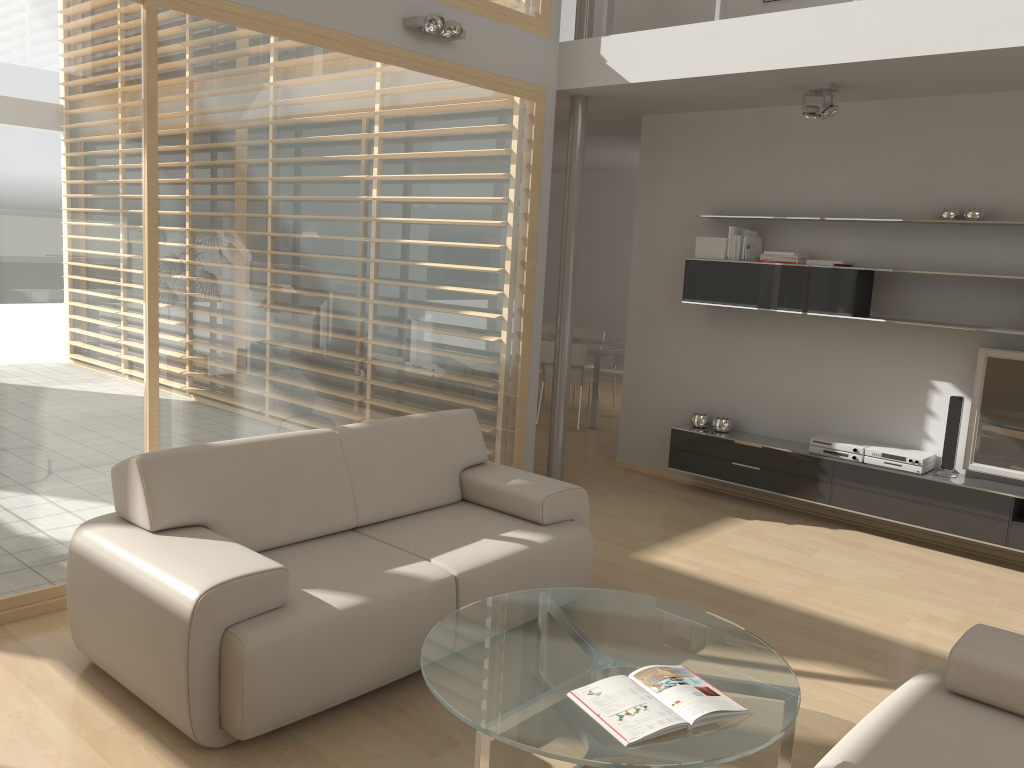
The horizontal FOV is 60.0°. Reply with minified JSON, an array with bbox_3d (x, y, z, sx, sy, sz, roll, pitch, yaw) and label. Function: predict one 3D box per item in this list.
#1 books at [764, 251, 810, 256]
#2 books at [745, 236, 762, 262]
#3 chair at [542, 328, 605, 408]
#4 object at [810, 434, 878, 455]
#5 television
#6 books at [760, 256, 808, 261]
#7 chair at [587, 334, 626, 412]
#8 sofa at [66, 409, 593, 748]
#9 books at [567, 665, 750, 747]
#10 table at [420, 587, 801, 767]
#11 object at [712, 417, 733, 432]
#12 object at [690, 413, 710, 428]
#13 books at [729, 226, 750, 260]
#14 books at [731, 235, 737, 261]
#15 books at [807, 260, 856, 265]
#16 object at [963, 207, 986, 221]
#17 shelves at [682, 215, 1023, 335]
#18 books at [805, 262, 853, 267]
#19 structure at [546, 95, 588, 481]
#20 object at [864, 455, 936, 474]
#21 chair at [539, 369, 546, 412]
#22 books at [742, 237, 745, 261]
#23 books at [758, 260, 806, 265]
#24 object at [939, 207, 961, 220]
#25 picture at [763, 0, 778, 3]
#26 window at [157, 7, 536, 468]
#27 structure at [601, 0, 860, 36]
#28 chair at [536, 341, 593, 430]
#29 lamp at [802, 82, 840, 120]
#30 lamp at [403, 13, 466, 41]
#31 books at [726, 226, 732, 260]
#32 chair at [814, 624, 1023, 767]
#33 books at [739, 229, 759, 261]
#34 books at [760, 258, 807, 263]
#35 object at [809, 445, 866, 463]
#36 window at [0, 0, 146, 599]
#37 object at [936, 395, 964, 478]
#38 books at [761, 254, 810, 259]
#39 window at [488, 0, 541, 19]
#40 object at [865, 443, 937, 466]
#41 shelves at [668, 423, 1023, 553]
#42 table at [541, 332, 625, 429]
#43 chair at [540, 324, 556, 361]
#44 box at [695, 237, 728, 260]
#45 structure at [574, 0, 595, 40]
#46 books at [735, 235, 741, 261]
[{"bbox_3d":[1.812,-0.857,5.843,0.227,0.017,0.230,10,11,36],"label":"books"},{"bbox_3d":[1.640,-0.916,6.022,0.023,0.169,0.230,11,11,40],"label":"books"},{"bbox_3d":[0.682,-0.189,9.781,0.455,0.807,0.501,11,11,40],"label":"chair"},{"bbox_3d":[2.127,0.388,5.701,0.349,0.049,0.262,11,11,40],"label":"object"},{"bbox_3d":[3.194,0.229,4.872,1.224,0.735,0.096,11,11,41],"label":"television"},{"bbox_3d":[1.795,-0.827,5.847,0.254,0.015,0.190,10,11,37],"label":"books"},{"bbox_3d":[1.140,-0.096,9.339,0.455,0.807,0.501,11,11,40],"label":"chair"},{"bbox_3d":[-0.626,0.638,3.781,1.168,0.846,2.093,11,11,40],"label":"sofa"},{"bbox_3d":[0.426,0.917,2.588,0.440,0.037,0.297,-2,10,-29],"label":"books"},{"bbox_3d":[0.297,1.069,2.896,1.198,0.370,1.198,-2,10,-31],"label":"table"},{"bbox_3d":[1.492,0.289,6.295,0.143,0.091,0.143,1,9,-17],"label":"object"},{"bbox_3d":[1.359,0.264,6.411,0.143,0.091,0.143,1,9,-17],"label":"object"},{"bbox_3d":[1.562,-0.959,6.084,0.017,0.227,0.230,11,11,40],"label":"books"},{"bbox_3d":[1.572,-0.927,6.068,0.027,0.169,0.230,11,11,40],"label":"books"},{"bbox_3d":[2.036,-0.776,5.653,0.230,0.017,0.227,11,11,40],"label":"books"},{"bbox_3d":[2.673,-0.979,5.123,0.115,0.081,0.115,7,9,22],"label":"object"},{"bbox_3d":[2.883,-0.436,4.942,4.236,0.914,0.300,11,11,40],"label":"shelves"},{"bbox_3d":[2.028,-0.762,5.667,0.254,0.015,0.190,-5,12,-42],"label":"books"},{"bbox_3d":[0.382,-0.614,6.207,0.121,2.700,0.122,8,10,29],"label":"structure"},{"bbox_3d":[2.394,0.486,5.483,0.349,0.049,0.250,11,11,40],"label":"object"},{"bbox_3d":[0.039,-0.117,9.074,0.455,0.807,0.501,10,11,36],"label":"chair"},{"bbox_3d":[1.620,-0.911,6.023,0.009,0.156,0.207,11,11,40],"label":"books"},{"bbox_3d":[1.805,-0.800,5.843,0.297,0.013,0.210,11,11,40],"label":"books"},{"bbox_3d":[2.592,-1.003,5.249,0.115,0.081,0.115,7,9,22],"label":"object"},{"bbox_3d":[2.372,-3.338,5.291,1.684,1.800,0.010,11,11,40],"label":"picture"},{"bbox_3d":[-0.762,-0.484,4.939,0.020,2.500,2.525,11,11,40],"label":"window"},{"bbox_3d":[2.408,-2.292,4.015,5.400,0.900,0.080,11,11,40],"label":"structure"},{"bbox_3d":[0.539,-0.014,8.585,0.455,0.807,0.501,7,9,21],"label":"chair"},{"bbox_3d":[1.811,-1.648,5.197,0.214,0.195,0.150,11,11,40],"label":"lamp"},{"bbox_3d":[-0.403,-1.954,4.872,0.183,0.110,0.360,11,11,40],"label":"lamp"},{"bbox_3d":[1.544,-0.961,6.091,0.017,0.227,0.230,11,11,40],"label":"books"},{"bbox_3d":[1.333,1.011,2.065,1.165,0.846,1.562,11,11,40],"label":"chair"},{"bbox_3d":[1.609,-0.939,6.028,0.021,0.210,0.207,11,11,40],"label":"books"},{"bbox_3d":[1.803,-0.813,5.844,0.268,0.011,0.190,11,12,42],"label":"books"},{"bbox_3d":[2.124,0.436,5.709,0.349,0.049,0.262,11,11,40],"label":"object"},{"bbox_3d":[-2.486,-0.290,3.036,0.020,2.500,2.525,11,11,40],"label":"window"},{"bbox_3d":[2.629,0.308,5.294,0.111,0.483,0.116,10,11,37],"label":"object"},{"bbox_3d":[1.800,-0.841,5.838,0.254,0.015,0.190,11,12,42],"label":"books"},{"bbox_3d":[-0.604,-3.297,4.507,0.020,2.200,2.525,11,11,40],"label":"window"},{"bbox_3d":[2.392,0.438,5.471,0.349,0.049,0.262,11,11,40],"label":"object"},{"bbox_3d":[2.816,0.747,5.124,4.236,0.312,0.300,11,11,40],"label":"shelves"},{"bbox_3d":[0.293,-0.130,9.445,2.199,0.746,0.900,11,11,40],"label":"table"},{"bbox_3d":[0.197,-0.280,10.191,0.455,0.807,0.501,11,11,40],"label":"chair"},{"bbox_3d":[1.430,-0.938,6.157,0.232,0.149,0.232,11,11,40],"label":"box"},{"bbox_3d":[0.540,-3.427,5.775,0.121,2.400,0.122,8,10,29],"label":"structure"},{"bbox_3d":[1.598,-0.924,6.056,0.027,0.169,0.230,11,11,40],"label":"books"}]
